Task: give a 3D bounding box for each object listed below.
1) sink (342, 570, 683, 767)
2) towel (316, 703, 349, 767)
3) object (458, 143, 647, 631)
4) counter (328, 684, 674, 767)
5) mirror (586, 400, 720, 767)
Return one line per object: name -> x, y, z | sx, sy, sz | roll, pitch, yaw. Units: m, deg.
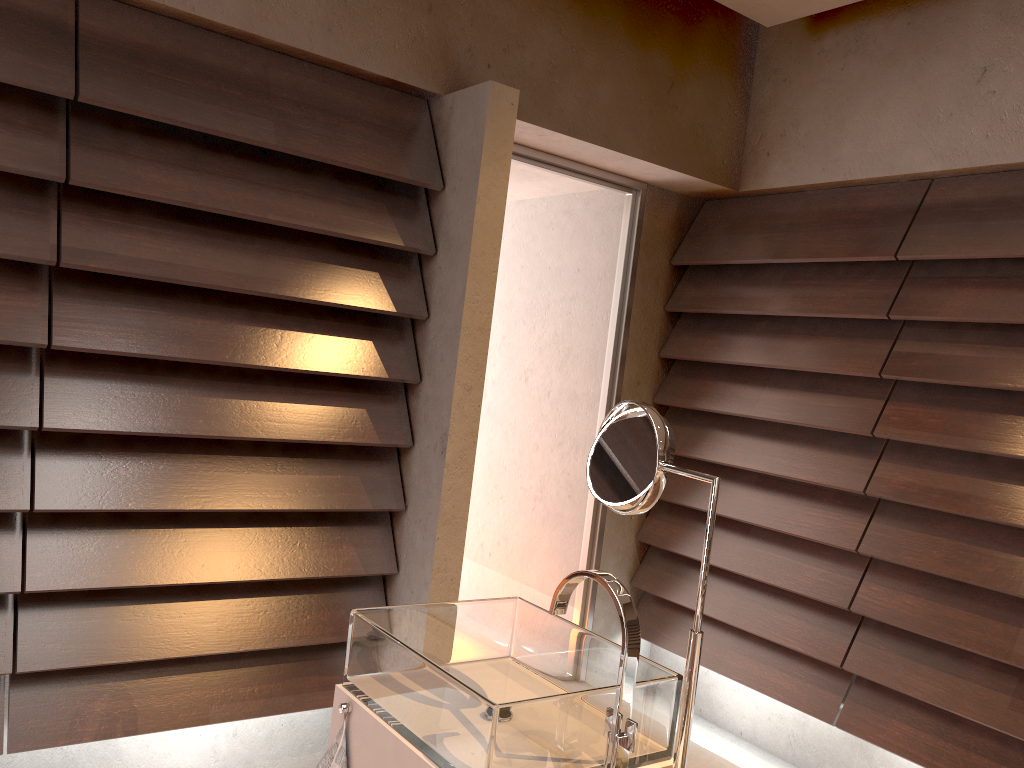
sink -> 0.015, 0.421, 1.327 | 0.340, 0.357, 0.486 | 6, 2, -36
towel -> -0.332, 0.788, 1.369 | 0.252, 0.598, 0.121 | 8, 2, 38
object -> -0.014, 0.155, 3.266 | 1.007, 2.000, 0.090 | 6, 2, -36
counter -> 0.674, 0.972, 0.360 | 0.350, 0.686, 2.931 | 6, 2, -36
mirror -> 0.202, 0.326, 1.385 | 0.074, 0.589, 0.316 | 6, 2, -34
